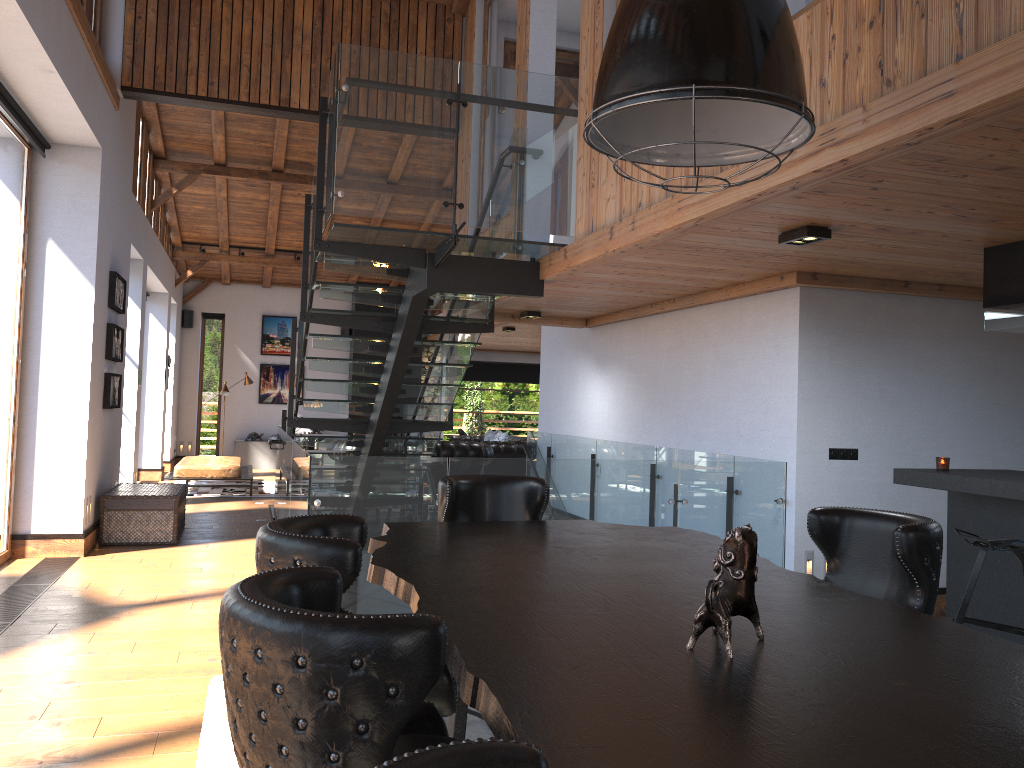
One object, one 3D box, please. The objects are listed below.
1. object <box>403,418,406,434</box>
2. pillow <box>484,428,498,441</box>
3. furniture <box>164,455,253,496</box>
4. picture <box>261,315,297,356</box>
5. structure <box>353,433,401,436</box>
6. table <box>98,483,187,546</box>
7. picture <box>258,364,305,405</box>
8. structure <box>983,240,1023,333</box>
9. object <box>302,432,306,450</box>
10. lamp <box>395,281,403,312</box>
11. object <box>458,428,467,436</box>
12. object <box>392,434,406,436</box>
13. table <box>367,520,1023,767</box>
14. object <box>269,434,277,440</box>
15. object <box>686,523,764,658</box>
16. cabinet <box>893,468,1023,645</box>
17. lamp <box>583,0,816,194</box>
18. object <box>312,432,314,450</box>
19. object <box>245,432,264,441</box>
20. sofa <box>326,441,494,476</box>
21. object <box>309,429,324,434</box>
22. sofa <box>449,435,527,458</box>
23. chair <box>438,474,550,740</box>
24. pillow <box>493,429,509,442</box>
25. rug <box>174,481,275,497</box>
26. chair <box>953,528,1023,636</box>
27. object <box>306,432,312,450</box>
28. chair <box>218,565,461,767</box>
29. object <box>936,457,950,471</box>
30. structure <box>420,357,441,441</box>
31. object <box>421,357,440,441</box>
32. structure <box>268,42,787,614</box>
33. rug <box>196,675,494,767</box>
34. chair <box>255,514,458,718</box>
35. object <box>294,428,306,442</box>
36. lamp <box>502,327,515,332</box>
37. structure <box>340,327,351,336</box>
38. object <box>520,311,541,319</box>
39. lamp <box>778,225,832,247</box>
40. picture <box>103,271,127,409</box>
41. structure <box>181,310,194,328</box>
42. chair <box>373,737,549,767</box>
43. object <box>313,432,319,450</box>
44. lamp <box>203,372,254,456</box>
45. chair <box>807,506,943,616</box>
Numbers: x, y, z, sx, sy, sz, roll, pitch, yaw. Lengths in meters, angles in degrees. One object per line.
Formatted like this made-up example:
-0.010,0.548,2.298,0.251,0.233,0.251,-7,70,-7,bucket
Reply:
-1.751,0.970,15.484,0.407,0.808,0.618,2,-2,-6,object
-0.414,1.083,17.043,0.285,0.469,0.525,2,-2,-14,pillow
-4.621,1.378,13.685,1.183,0.437,2.740,2,-1,-17,furniture
-4.694,-0.983,18.229,0.885,0.816,0.035,2,-2,-18,picture
-2.787,1.011,18.381,0.989,0.514,0.182,2,-2,-18,structure
-3.654,1.279,8.851,0.689,0.470,1.245,2,-2,-17,table
-4.727,0.011,18.191,0.885,0.816,0.035,2,-2,-18,picture
3.448,-0.546,3.540,0.716,0.476,3.227,2,-1,-17,structure
-3.258,0.899,13.933,0.088,0.286,0.087,2,-2,-5,object
-2.048,-1.489,16.096,0.264,2.203,0.795,3,-2,-26,lamp
-0.997,1.055,17.959,0.148,0.319,0.250,1,-2,24,object
-2.323,1.273,18.133,0.304,1.018,0.310,1,-2,28,object
0.517,1.022,1.917,1.439,0.950,3.769,2,-2,-17,table
-4.768,1.081,17.887,0.282,0.161,0.257,2,-2,-15,object
0.447,0.424,1.861,0.114,0.254,0.223,0,-2,36,object
3.438,1.055,3.298,0.895,1.104,4.766,2,-2,-17,cabinet
0.578,-2.880,2.509,0.615,4.687,0.627,1,-2,28,lamp
-3.149,0.903,13.985,0.088,0.286,0.086,4,-3,-39,object
-5.142,1.054,17.748,0.402,0.183,0.228,1,-2,26,object
-1.576,1.282,13.934,2.584,0.839,1.230,2,-2,-18,sofa
-3.990,0.959,18.115,0.340,0.455,0.334,2,-2,8,object
-0.335,1.385,16.556,1.248,0.839,2.547,2,-2,-17,sofa
-0.072,0.956,3.810,0.508,1.092,0.564,3,-2,-18,chair
-0.221,1.073,16.396,0.285,0.469,0.525,2,-2,-14,pillow
-3.329,1.616,13.884,3.833,0.053,2.415,2,-1,-17,rug
2.549,1.186,4.553,0.472,0.840,0.535,3,-2,-17,chair
-3.177,0.900,13.890,0.086,0.286,0.088,1,-2,23,object
-0.235,0.897,1.552,0.574,1.092,0.498,3,-2,-33,chair
2.593,0.483,5.336,0.079,0.081,0.080,1,-2,18,object
-1.779,0.504,18.855,0.505,2.618,0.508,3,-2,-17,structure
-1.788,0.511,18.862,0.497,2.613,0.463,3,-2,-17,object
-2.785,1.094,6.420,9.273,6.401,10.947,2,-2,-17,structure
0.468,1.483,2.226,2.569,0.047,5.591,2,-1,-17,rug
-0.406,0.920,2.351,0.570,1.092,0.502,2,-2,-8,chair
-4.388,0.914,17.921,0.422,0.532,0.262,0,-3,42,object
-0.053,-0.902,14.600,0.156,0.068,0.259,2,-1,-17,lamp
-3.469,-1.169,18.545,0.215,0.349,0.212,3,-2,-17,structure
0.190,-0.720,9.175,0.156,0.068,0.259,2,-1,-17,object
1.538,-0.784,4.663,0.156,0.068,0.259,2,-1,-17,lamp
-3.931,-0.414,8.783,0.059,1.313,0.768,3,-2,-17,picture
-6.441,-1.288,17.596,0.215,0.349,0.212,3,-2,-17,structure
0.087,0.886,0.651,0.572,1.092,0.500,3,-2,-18,chair
-3.077,0.904,13.918,0.089,0.286,0.086,4,-3,-40,object
-5.394,0.698,16.763,0.526,1.900,1.323,2,-2,4,lamp
1.084,0.972,2.882,0.572,1.092,0.500,3,-2,-18,chair
